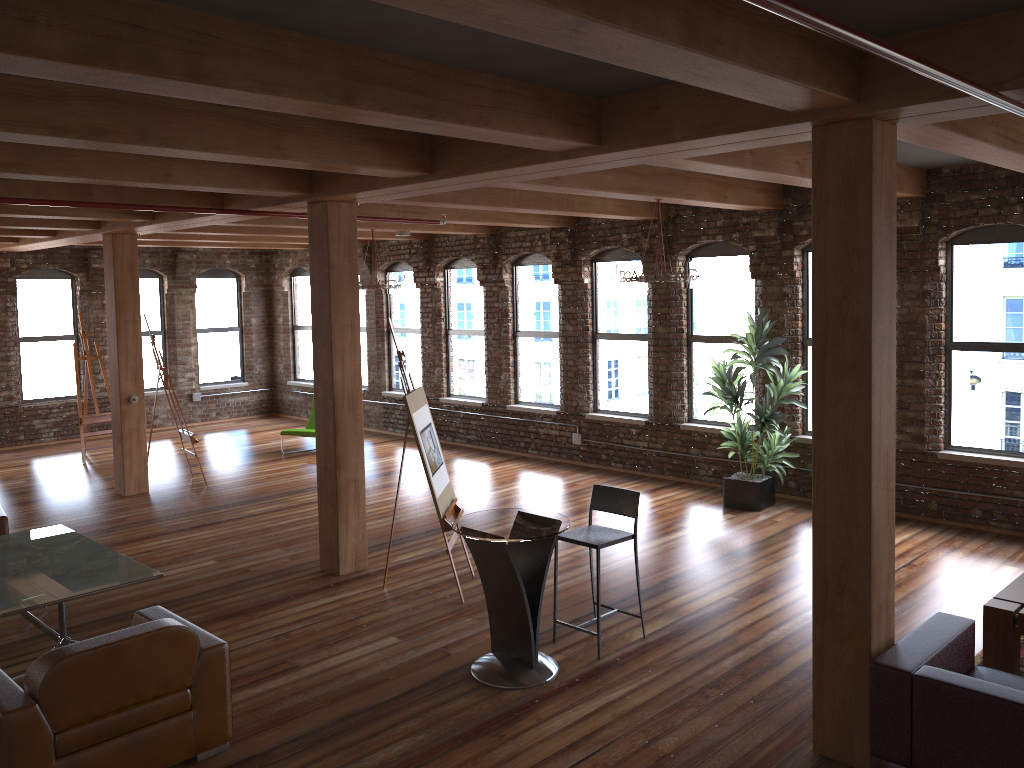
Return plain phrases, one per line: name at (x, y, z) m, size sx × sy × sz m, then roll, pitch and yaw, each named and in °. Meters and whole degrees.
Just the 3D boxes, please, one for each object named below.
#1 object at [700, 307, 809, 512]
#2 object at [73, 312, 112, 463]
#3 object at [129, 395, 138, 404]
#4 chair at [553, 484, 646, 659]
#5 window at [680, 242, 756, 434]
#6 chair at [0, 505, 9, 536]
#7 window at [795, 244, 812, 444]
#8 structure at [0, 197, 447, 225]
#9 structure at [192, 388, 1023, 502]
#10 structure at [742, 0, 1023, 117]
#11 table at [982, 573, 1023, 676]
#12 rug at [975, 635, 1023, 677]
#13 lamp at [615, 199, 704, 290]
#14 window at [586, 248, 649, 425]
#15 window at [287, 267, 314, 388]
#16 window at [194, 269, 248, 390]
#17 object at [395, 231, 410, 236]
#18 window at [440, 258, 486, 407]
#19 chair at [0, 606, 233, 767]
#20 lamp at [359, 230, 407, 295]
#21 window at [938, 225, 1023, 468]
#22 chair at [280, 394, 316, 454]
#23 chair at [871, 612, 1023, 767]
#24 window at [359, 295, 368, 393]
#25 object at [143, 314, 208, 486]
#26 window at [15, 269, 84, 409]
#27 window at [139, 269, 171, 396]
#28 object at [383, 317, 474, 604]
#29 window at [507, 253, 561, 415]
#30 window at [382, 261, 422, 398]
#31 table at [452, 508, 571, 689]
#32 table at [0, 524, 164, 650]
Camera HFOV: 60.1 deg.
object at (2.513, 0.236, 9.360) m, size 0.968 × 2.097 × 1.082 m, roll -4°, pitch 5°, yaw -32°
object at (-6.175, 0.015, 12.995) m, size 0.685 × 2.134 × 0.663 m, roll 2°, pitch 5°, yaw 40°
object at (-4.444, 0.183, 10.417) m, size 0.061 × 0.095 × 0.096 m, roll 3°, pitch 6°, yaw 45°
chair at (0.565, 1.210, 5.856) m, size 0.430 × 0.979 × 0.467 m, roll 3°, pitch 6°, yaw 45°
window at (2.403, -0.545, 10.257) m, size 0.969 × 2.209 × 0.236 m, roll 3°, pitch 5°, yaw 45°
chair at (-4.820, 1.291, 7.344) m, size 1.065 × 0.733 × 0.832 m, roll -5°, pitch 6°, yaw -35°
window at (3.445, -0.458, 9.224) m, size 0.969 × 2.209 × 0.236 m, roll 3°, pitch 5°, yaw 45°
structure at (-3.071, -1.385, 6.718) m, size 0.051 × 0.111 × 6.824 m, roll 3°, pitch 7°, yaw 45°
structure at (0.107, 0.576, 12.437) m, size 13.717 × 0.312 × 1.638 m, roll 4°, pitch 8°, yaw 38°
structure at (1.063, -1.038, 2.622) m, size 0.051 × 0.111 × 6.824 m, roll 3°, pitch 7°, yaw 45°
table at (3.524, 1.434, 5.180) m, size 0.901 × 0.548 × 1.754 m, roll 4°, pitch 8°, yaw 45°
rug at (3.503, 1.709, 5.158) m, size 1.345 × 0.009 × 2.468 m, roll 5°, pitch 9°, yaw 45°
lamp at (1.344, -1.279, 8.103) m, size 0.809 × 0.812 × 0.812 m, roll -1°, pitch 5°, yaw -3°
window at (1.360, -0.633, 11.288) m, size 0.969 × 2.209 × 0.232 m, roll 3°, pitch 5°, yaw 45°
window at (-3.866, -1.071, 16.468) m, size 0.969 × 2.209 × 0.232 m, roll 3°, pitch 5°, yaw 45°
window at (-5.432, -1.035, 16.463) m, size 0.219 × 2.212 × 0.970 m, roll 2°, pitch 5°, yaw 45°
object at (-1.420, -1.964, 11.527) m, size 0.147 × 0.072 × 0.146 m, roll 4°, pitch 8°, yaw 45°
window at (-0.725, -0.807, 13.353) m, size 0.969 × 2.209 × 0.230 m, roll 3°, pitch 5°, yaw 45°
chair at (-2.104, 1.540, 4.464) m, size 0.831 × 0.733 × 1.066 m, roll 4°, pitch 7°, yaw 45°
lamp at (-1.743, -1.539, 11.163) m, size 0.809 × 0.812 × 0.812 m, roll -2°, pitch 5°, yaw -9°
window at (4.486, -0.370, 8.193) m, size 0.969 × 2.209 × 0.236 m, roll 3°, pitch 5°, yaw 45°
chair at (-2.912, 0.589, 13.272) m, size 0.680 × 0.794 × 0.959 m, roll 0°, pitch 5°, yaw 20°
chair at (2.331, 1.560, 4.006) m, size 1.072 × 0.591 × 0.867 m, roll 4°, pitch 8°, yaw 45°
window at (-2.806, -0.982, 15.416) m, size 0.969 × 2.209 × 0.232 m, roll 3°, pitch 5°, yaw 45°
object at (-4.233, 0.196, 10.903) m, size 0.686 × 2.134 × 0.663 m, roll -4°, pitch 5°, yaw -35°
window at (-7.514, -0.763, 14.367) m, size 0.221 × 2.221 × 0.970 m, roll 2°, pitch 5°, yaw 45°
window at (-6.479, -0.901, 15.410) m, size 0.219 × 2.212 × 0.970 m, roll 2°, pitch 5°, yaw 45°
object at (-0.697, 0.544, 6.918) m, size 0.685 × 2.134 × 0.704 m, roll -1°, pitch 4°, yaw 5°
window at (0.320, -0.720, 12.322) m, size 0.969 × 2.209 × 0.237 m, roll 3°, pitch 5°, yaw 45°
window at (-1.763, -0.895, 14.384) m, size 0.969 × 2.209 × 0.233 m, roll 3°, pitch 5°, yaw 45°
table at (0.006, 1.304, 5.421) m, size 0.722 × 0.922 × 0.723 m, roll -3°, pitch 5°, yaw -20°
table at (-3.221, 1.484, 6.026) m, size 1.873 × 0.558 × 0.941 m, roll 5°, pitch 8°, yaw 45°
